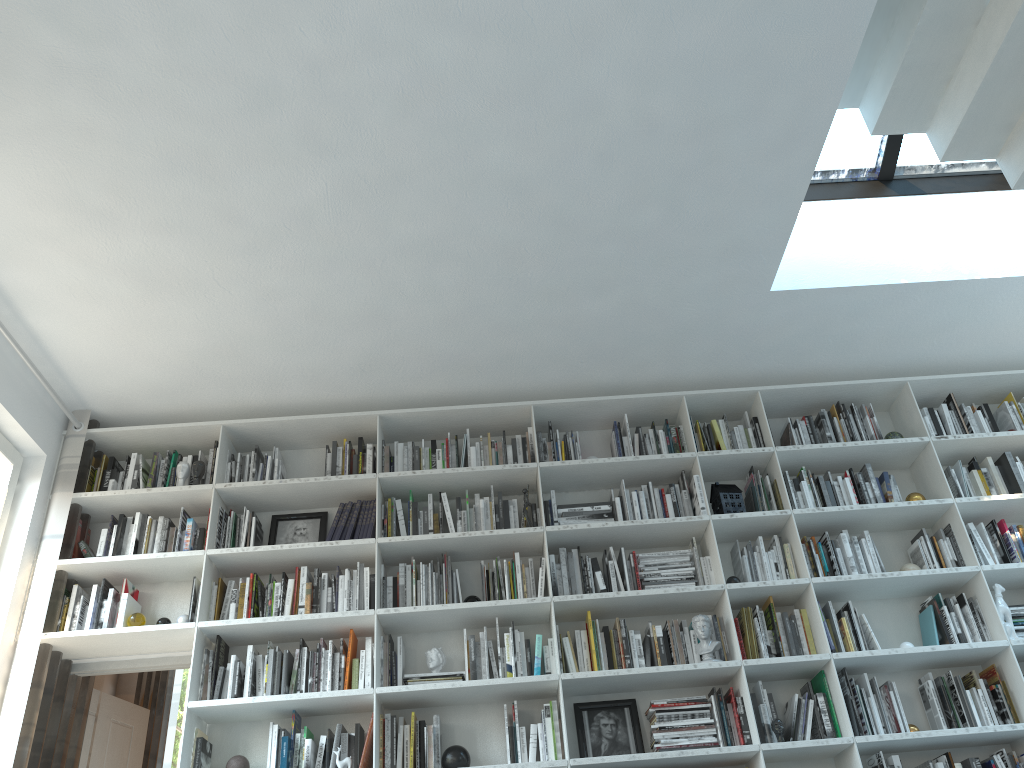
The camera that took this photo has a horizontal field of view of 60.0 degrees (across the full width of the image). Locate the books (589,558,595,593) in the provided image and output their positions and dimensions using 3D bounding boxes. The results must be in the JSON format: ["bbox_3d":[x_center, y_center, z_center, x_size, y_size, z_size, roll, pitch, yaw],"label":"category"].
[{"bbox_3d":[0.401,1.021,4.489,0.011,0.238,0.148,-4,-34,-2],"label":"books"}]

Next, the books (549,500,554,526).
[{"bbox_3d":[0.207,0.740,4.681,0.013,0.217,0.142,-4,-34,-2],"label":"books"}]

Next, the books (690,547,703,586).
[{"bbox_3d":[0.937,0.977,4.506,0.012,0.252,0.162,-4,-34,-2],"label":"books"}]

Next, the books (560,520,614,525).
[{"bbox_3d":[0.387,0.764,4.665,0.285,0.012,0.160,-2,-34,-5],"label":"books"}]

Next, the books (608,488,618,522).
[{"bbox_3d":[0.538,0.701,4.699,0.012,0.252,0.162,-4,-34,-2],"label":"books"}]

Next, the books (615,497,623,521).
[{"bbox_3d":[0.559,0.725,4.678,0.025,0.186,0.194,-4,-34,-2],"label":"books"}]

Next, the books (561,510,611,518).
[{"bbox_3d":[0.385,0.718,4.693,0.254,0.025,0.162,-1,-34,-6],"label":"books"}]

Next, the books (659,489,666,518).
[{"bbox_3d":[0.795,0.696,4.705,0.010,0.229,0.153,-4,-34,-2],"label":"books"}]

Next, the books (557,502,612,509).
[{"bbox_3d":[0.381,0.683,4.728,0.285,0.024,0.160,-4,-34,-2],"label":"books"}]

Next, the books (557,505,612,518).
[{"bbox_3d":[0.383,0.700,4.710,0.285,0.024,0.160,-5,-34,-1],"label":"books"}]

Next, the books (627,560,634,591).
[{"bbox_3d":[0.593,1.021,4.493,0.024,0.215,0.133,-4,-34,-2],"label":"books"}]

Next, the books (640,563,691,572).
[{"bbox_3d":[0.778,0.964,4.533,0.254,0.012,0.162,-5,-34,-1],"label":"books"}]

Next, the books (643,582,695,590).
[{"bbox_3d":[0.786,1.045,4.481,0.254,0.012,0.162,-3,-34,-3],"label":"books"}]

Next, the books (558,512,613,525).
[{"bbox_3d":[0.386,0.737,4.677,0.285,0.024,0.160,-6,-34,2],"label":"books"}]

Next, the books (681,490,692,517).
[{"bbox_3d":[0.916,0.695,4.694,0.029,0.201,0.192,-4,-34,-2],"label":"books"}]

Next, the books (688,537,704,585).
[{"bbox_3d":[0.947,0.958,4.538,0.012,0.317,0.140,-4,-34,-2],"label":"books"}]

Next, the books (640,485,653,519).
[{"bbox_3d":[0.717,0.693,4.728,0.029,0.272,0.141,-4,-34,-2],"label":"books"}]

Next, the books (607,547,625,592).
[{"bbox_3d":[0.533,0.993,4.511,0.049,0.289,0.163,-4,-34,-2],"label":"books"}]

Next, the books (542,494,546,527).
[{"bbox_3d":[0.166,0.731,4.695,0.012,0.252,0.162,-4,-34,-2],"label":"books"}]

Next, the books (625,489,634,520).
[{"bbox_3d":[0.615,0.703,4.697,0.021,0.236,0.172,-4,-34,-2],"label":"books"}]

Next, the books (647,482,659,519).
[{"bbox_3d":[0.743,0.681,4.711,0.023,0.268,0.186,-4,-34,-2],"label":"books"}]

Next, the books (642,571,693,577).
[{"bbox_3d":[0.781,0.995,4.514,0.254,0.012,0.162,-4,-34,-1],"label":"books"}]

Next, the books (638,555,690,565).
[{"bbox_3d":[0.775,0.925,4.564,0.254,0.012,0.162,-4,-34,-2],"label":"books"}]

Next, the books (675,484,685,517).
[{"bbox_3d":[0.885,0.681,4.721,0.029,0.260,0.133,-4,-34,-2],"label":"books"}]

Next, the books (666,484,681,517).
[{"bbox_3d":[0.856,0.679,4.703,0.032,0.247,0.174,-4,-34,-2],"label":"books"}]

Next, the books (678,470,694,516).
[{"bbox_3d":[0.932,0.644,4.738,0.012,0.332,0.156,-4,-34,-2],"label":"books"}]

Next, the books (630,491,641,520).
[{"bbox_3d":[0.651,0.708,4.691,0.027,0.215,0.191,-4,-34,-2],"label":"books"}]

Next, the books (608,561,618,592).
[{"bbox_3d":[0.508,1.024,4.487,0.024,0.215,0.148,-4,-34,-2],"label":"books"}]

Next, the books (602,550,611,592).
[{"bbox_3d":[0.483,1.001,4.511,0.022,0.284,0.131,-4,-34,-2],"label":"books"}]

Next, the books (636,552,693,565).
[{"bbox_3d":[0.774,0.908,4.561,0.285,0.012,0.160,-1,-34,-6],"label":"books"}]

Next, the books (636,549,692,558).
[{"bbox_3d":[0.773,0.903,4.574,0.285,0.012,0.160,-5,-34,-1],"label":"books"}]

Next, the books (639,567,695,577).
[{"bbox_3d":[0.780,0.983,4.517,0.285,0.012,0.160,-5,-34,0],"label":"books"}]

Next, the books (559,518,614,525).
[{"bbox_3d":[0.386,0.755,4.673,0.285,0.012,0.160,-2,-34,-4],"label":"books"}]

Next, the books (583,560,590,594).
[{"bbox_3d":[0.375,1.027,4.489,0.014,0.232,0.148,-4,-34,-2],"label":"books"}]

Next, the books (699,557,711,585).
[{"bbox_3d":[0.973,1.005,4.503,0.029,0.197,0.173,-4,-34,-2],"label":"books"}]

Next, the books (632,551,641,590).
[{"bbox_3d":[0.626,0.995,4.486,0.013,0.245,0.177,-4,-34,-2],"label":"books"}]

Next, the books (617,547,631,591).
[{"bbox_3d":[0.569,0.992,4.494,0.021,0.267,0.192,-4,-34,-2],"label":"books"}]

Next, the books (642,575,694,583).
[{"bbox_3d":[0.783,1.014,4.499,0.254,0.012,0.162,-2,-34,-4],"label":"books"}]

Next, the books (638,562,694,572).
[{"bbox_3d":[0.778,0.955,4.541,0.285,0.012,0.160,-3,-34,-3],"label":"books"}]

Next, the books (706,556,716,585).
[{"bbox_3d":[1.002,1.003,4.511,0.030,0.204,0.159,-4,-34,-2],"label":"books"}]

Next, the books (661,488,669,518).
[{"bbox_3d":[0.806,0.692,4.700,0.012,0.229,0.159,-4,-34,-2],"label":"books"}]

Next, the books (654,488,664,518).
[{"bbox_3d":[0.767,0.694,4.691,0.023,0.221,0.191,-4,-34,-2],"label":"books"}]

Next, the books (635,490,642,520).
[{"bbox_3d":[0.669,0.702,4.709,0.012,0.243,0.132,-4,-34,-2],"label":"books"}]

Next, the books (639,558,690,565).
[{"bbox_3d":[0.777,0.940,4.541,0.254,0.012,0.162,-6,-34,2],"label":"books"}]

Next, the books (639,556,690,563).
[{"bbox_3d":[0.775,0.932,4.554,0.254,0.012,0.162,-5,-34,-1],"label":"books"}]

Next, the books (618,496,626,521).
[{"bbox_3d":[0.582,0.725,4.713,0.024,0.222,0.129,-4,-34,-2],"label":"books"}]

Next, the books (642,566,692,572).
[{"bbox_3d":[0.779,0.973,4.524,0.254,0.012,0.162,-2,-34,-5],"label":"books"}]

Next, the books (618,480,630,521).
[{"bbox_3d":[0.598,0.676,4.696,0.011,0.282,0.191,-4,-34,-2],"label":"books"}]

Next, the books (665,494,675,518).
[{"bbox_3d":[0.828,0.706,4.686,0.029,0.187,0.177,-4,-34,-2],"label":"books"}]

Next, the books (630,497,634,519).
[{"bbox_3d":[0.633,0.722,4.698,0.011,0.203,0.134,-4,-34,-2],"label":"books"}]

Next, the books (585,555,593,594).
[{"bbox_3d":[0.388,1.017,4.491,0.014,0.248,0.173,-4,-34,-2],"label":"books"}]

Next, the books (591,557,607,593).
[{"bbox_3d":[0.440,1.017,4.485,0.066,0.235,0.154,-4,-34,-2],"label":"books"}]

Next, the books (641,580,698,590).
[{"bbox_3d":[0.785,1.032,4.484,0.285,0.012,0.160,-2,-34,-5],"label":"books"}]

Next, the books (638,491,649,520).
[{"bbox_3d":[0.690,0.706,4.695,0.028,0.217,0.184,-4,-34,-2],"label":"books"}]

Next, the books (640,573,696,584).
[{"bbox_3d":[0.782,1.005,4.508,0.285,0.012,0.160,-4,-34,-1],"label":"books"}]

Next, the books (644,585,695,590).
[{"bbox_3d":[0.787,1.056,4.476,0.254,0.012,0.162,-4,-34,-2],"label":"books"}]

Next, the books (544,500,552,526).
[{"bbox_3d":[0.188,0.741,4.665,0.027,0.200,0.168,-4,-34,-2],"label":"books"}]

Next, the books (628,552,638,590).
[{"bbox_3d":[0.612,1.003,4.495,0.015,0.243,0.184,-4,-34,-2],"label":"books"}]

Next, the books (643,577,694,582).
[{"bbox_3d":[0.784,1.024,4.493,0.254,0.012,0.162,-5,-34,-1],"label":"books"}]
